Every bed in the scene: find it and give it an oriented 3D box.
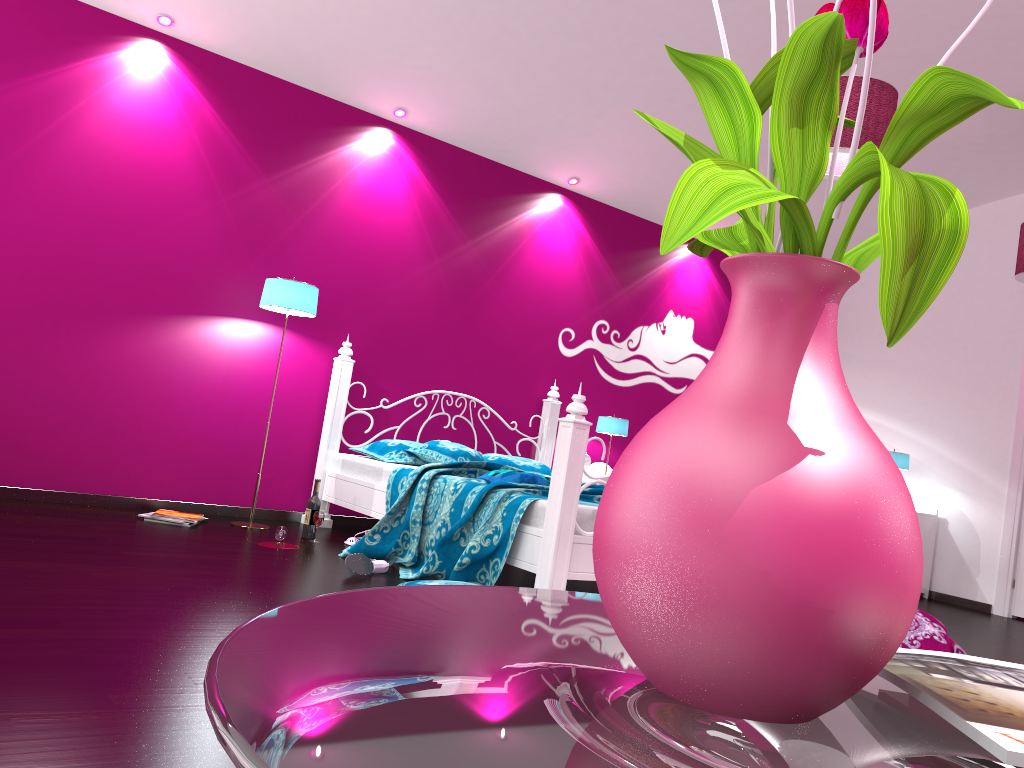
[{"bbox_3d":[0.176,0.427,4.786,2.167,1.143,2.317,12,-5,-36],"label":"bed"}]

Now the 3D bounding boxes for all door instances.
[{"bbox_3d":[3.991,0.626,5.589,0.098,2.001,1.405,12,-5,-36],"label":"door"}]

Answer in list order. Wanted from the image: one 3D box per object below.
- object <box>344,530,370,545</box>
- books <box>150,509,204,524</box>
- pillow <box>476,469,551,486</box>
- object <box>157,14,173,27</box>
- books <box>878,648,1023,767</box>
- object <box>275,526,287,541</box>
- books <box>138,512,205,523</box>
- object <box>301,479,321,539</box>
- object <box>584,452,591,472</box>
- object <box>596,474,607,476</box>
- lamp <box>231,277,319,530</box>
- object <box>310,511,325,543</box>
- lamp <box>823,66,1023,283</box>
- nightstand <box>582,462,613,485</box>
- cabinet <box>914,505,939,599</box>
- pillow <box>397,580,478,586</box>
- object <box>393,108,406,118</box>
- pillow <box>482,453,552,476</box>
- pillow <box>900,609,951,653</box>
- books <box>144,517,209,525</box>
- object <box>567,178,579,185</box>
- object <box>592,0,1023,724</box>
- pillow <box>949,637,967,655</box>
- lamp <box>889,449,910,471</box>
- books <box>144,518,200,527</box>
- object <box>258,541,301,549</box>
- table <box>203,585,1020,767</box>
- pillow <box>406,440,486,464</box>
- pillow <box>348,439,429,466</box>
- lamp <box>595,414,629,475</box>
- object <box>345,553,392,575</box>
[{"bbox_3d":[-0.781,0.788,4.590,0.241,0.110,0.089,5,-5,45],"label":"object"},{"bbox_3d":[-1.697,0.672,4.502,0.221,0.012,0.300,10,-4,-12],"label":"books"},{"bbox_3d":[0.058,0.484,4.283,0.404,0.127,0.425,11,-4,-26],"label":"pillow"},{"bbox_3d":[-1.800,-1.895,4.600,0.080,0.058,0.085,12,-5,-36],"label":"object"},{"bbox_3d":[0.371,0.224,0.588,0.221,0.020,0.300,9,-4,6],"label":"books"},{"bbox_3d":[-1.152,0.745,4.422,0.056,0.056,0.153,10,-4,-11],"label":"object"},{"bbox_3d":[-1.719,0.672,4.492,0.220,0.007,0.300,9,-4,3],"label":"books"},{"bbox_3d":[-1.042,0.651,4.648,0.070,0.307,0.070,7,-5,31],"label":"object"},{"bbox_3d":[0.509,0.547,6.199,0.106,0.140,0.033,11,-5,-33],"label":"object"},{"bbox_3d":[0.606,0.617,6.018,0.073,0.006,0.073,8,-4,17],"label":"object"},{"bbox_3d":[-1.283,0.090,4.743,0.303,1.352,0.303,8,-4,9],"label":"lamp"},{"bbox_3d":[-0.993,0.728,4.526,0.056,0.153,0.056,9,-4,3],"label":"object"},{"bbox_3d":[2.224,-1.288,4.252,2.377,1.129,0.377,12,-5,-36],"label":"lamp"},{"bbox_3d":[0.731,0.883,6.259,0.742,0.616,0.455,12,-5,-36],"label":"nightstand"},{"bbox_3d":[2.577,1.154,6.855,0.506,0.734,1.142,12,-5,-36],"label":"cabinet"},{"bbox_3d":[-0.197,0.805,3.322,0.417,0.101,0.401,10,-4,-19],"label":"pillow"},{"bbox_3d":[-0.685,-1.664,5.415,0.080,0.058,0.085,12,-5,-36],"label":"object"},{"bbox_3d":[0.027,0.536,5.673,0.717,0.141,0.401,12,-5,-34],"label":"pillow"},{"bbox_3d":[1.568,1.021,3.610,0.425,0.224,0.391,7,-4,23],"label":"pillow"},{"bbox_3d":[-1.701,0.683,4.508,0.220,0.007,0.300,9,-4,0],"label":"books"},{"bbox_3d":[0.429,-1.433,6.231,0.080,0.058,0.085,12,-5,-36],"label":"object"},{"bbox_3d":[0.191,-0.091,0.600,0.264,0.614,0.242,7,-4,28],"label":"object"},{"bbox_3d":[1.700,1.104,3.873,0.400,0.142,0.429,10,-4,-11],"label":"pillow"},{"bbox_3d":[2.826,0.702,6.614,0.229,0.438,0.229,8,-4,9],"label":"lamp"},{"bbox_3d":[-1.708,0.688,4.497,0.220,0.007,0.300,9,-4,-6],"label":"books"},{"bbox_3d":[-1.112,0.767,4.210,0.184,0.007,0.221,7,-4,27],"label":"object"},{"bbox_3d":[0.163,0.462,0.562,0.771,0.500,0.770,8,-4,9],"label":"table"},{"bbox_3d":[-0.342,0.420,5.117,0.418,0.176,0.404,7,-4,22],"label":"pillow"},{"bbox_3d":[-0.554,0.415,5.238,0.717,0.141,0.401,12,-5,-41],"label":"pillow"},{"bbox_3d":[0.695,0.431,6.294,0.229,0.438,0.229,8,-4,9],"label":"lamp"},{"bbox_3d":[-0.627,0.773,3.828,0.247,0.086,0.100,12,-5,-42],"label":"object"}]
